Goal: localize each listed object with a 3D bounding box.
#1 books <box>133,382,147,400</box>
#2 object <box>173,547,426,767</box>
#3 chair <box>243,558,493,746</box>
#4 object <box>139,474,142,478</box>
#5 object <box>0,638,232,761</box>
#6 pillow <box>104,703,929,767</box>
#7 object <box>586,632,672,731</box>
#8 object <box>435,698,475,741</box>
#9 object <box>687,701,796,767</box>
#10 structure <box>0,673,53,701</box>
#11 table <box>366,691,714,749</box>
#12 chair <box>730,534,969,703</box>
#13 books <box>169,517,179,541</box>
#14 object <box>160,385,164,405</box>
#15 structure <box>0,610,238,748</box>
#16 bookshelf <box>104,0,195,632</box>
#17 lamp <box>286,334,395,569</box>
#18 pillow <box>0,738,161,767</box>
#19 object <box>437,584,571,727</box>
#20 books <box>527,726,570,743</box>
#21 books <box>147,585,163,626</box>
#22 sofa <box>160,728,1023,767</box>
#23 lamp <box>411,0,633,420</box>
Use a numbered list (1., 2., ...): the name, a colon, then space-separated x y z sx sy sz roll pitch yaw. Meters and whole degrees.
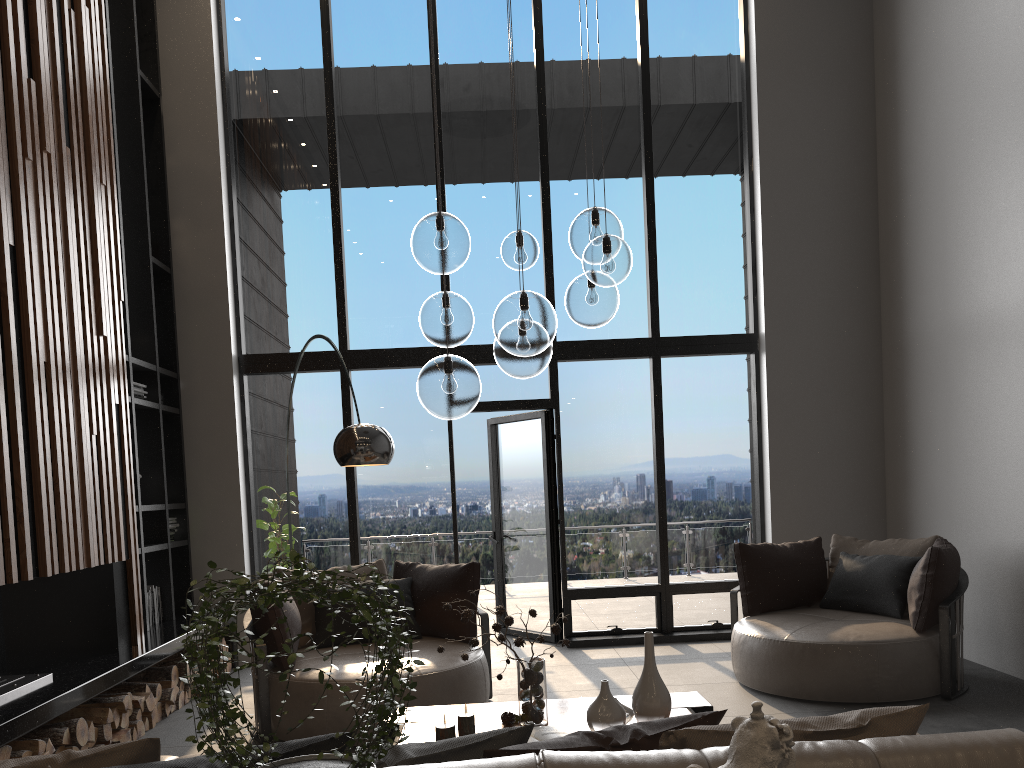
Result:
1. books: -2.766 0.062 6.248 0.219 0.128 0.324 -2 -5 -2
2. object: -0.328 0.546 1.394 0.384 0.578 0.215 -3 1 -21
3. chair: -0.866 1.559 5.301 1.485 0.901 1.444 -5 -4 25
4. object: -2.736 0.753 6.268 0.137 0.245 0.137 -2 1 39
5. object: -2.310 1.874 4.990 0.435 0.389 4.056 -3 -7 -1
6. pillow: -0.058 1.004 2.075 1.940 0.501 0.544 -2 -2 -3
7. object: 0.462 1.179 3.447 0.317 0.399 0.319 -3 -1 17
8. object: -0.213 1.286 3.278 0.153 0.212 0.077 -3 2 8
9. object: 0.356 0.662 1.429 0.207 0.291 0.135 -3 1 17
10. structure: -2.537 1.505 4.215 0.299 0.103 0.714 -2 -6 -2
11. table: 0.160 1.586 3.607 1.452 0.355 0.901 -2 -5 -2
12. chair: 2.152 1.461 5.666 1.446 0.901 1.484 -4 -4 15
13. books: -2.741 1.126 6.754 0.218 0.190 0.375 -3 -5 -2
14. object: -2.743 0.066 6.732 0.059 0.234 0.188 -3 -1 1
15. structure: -2.447 1.677 3.793 0.667 0.457 6.560 -3 -7 -2
16. bookshelf: -2.819 -0.911 6.182 0.338 5.334 1.451 -3 2 -2
17. lamp: -1.129 0.869 5.415 0.319 2.340 2.040 -4 -1 -26
18. pillow: -1.446 1.083 2.138 1.389 0.549 0.760 -6 -4 28
19. object: -0.051 1.118 3.575 0.540 0.605 0.318 -2 0 -31
20. books: 0.089 1.365 3.351 0.342 0.039 0.233 0 -7 -24
21. books: -2.697 1.617 6.377 0.174 0.287 0.333 -3 -3 -2
22. sofa: -0.442 1.259 2.554 3.242 0.820 1.884 -2 -5 -2
23. lamp: -0.053 -2.347 3.424 1.231 5.015 1.225 -3 2 -5
